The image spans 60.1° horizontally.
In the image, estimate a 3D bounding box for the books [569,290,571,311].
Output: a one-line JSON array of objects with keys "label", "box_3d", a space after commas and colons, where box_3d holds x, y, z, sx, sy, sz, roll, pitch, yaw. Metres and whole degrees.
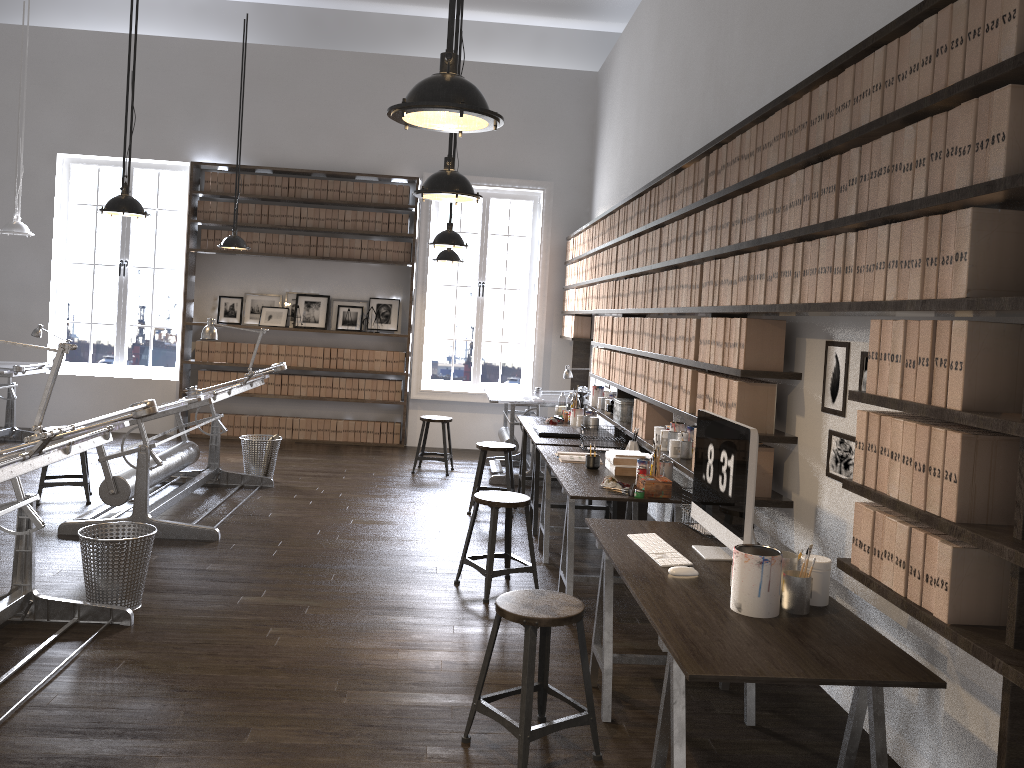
[{"label": "books", "box_3d": [0.696, -0.880, 9.358, 0.174, 0.225, 0.067, 3, 2, -4]}]

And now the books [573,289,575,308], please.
[{"label": "books", "box_3d": [0.720, -0.858, 9.072, 0.174, 0.225, 0.067, 3, 2, -4]}]

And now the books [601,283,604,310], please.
[{"label": "books", "box_3d": [0.836, -0.724, 7.367, 0.174, 0.225, 0.067, 3, 2, -4]}]

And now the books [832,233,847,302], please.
[{"label": "books", "box_3d": [1.147, -0.372, 2.888, 0.174, 0.225, 0.067, 3, 2, -4]}]

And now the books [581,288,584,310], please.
[{"label": "books", "box_3d": [0.757, -0.805, 8.485, 0.174, 0.225, 0.067, 3, 2, -4]}]

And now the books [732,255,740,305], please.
[{"label": "books", "box_3d": [1.078, -0.453, 3.933, 0.174, 0.225, 0.067, 3, 2, -4]}]

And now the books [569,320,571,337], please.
[{"label": "books", "box_3d": [0.695, -0.592, 9.222, 0.174, 0.225, 0.067, 3, 2, -4]}]

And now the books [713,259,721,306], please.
[{"label": "books", "box_3d": [1.058, -0.476, 4.214, 0.174, 0.225, 0.067, 3, 2, -4]}]

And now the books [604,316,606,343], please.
[{"label": "books", "box_3d": [0.839, -0.432, 7.177, 0.174, 0.225, 0.067, 3, 2, -4]}]

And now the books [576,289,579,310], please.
[{"label": "books", "box_3d": [0.733, -0.832, 8.838, 0.174, 0.225, 0.067, 3, 2, -4]}]

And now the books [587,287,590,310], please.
[{"label": "books", "box_3d": [0.783, -0.777, 8.137, 0.174, 0.225, 0.067, 3, 2, -4]}]

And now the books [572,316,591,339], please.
[{"label": "books", "box_3d": [0.709, -0.576, 9.017, 0.174, 0.225, 0.067, 3, 2, -4]}]

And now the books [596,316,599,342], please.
[{"label": "books", "box_3d": [0.813, -0.459, 7.523, 0.174, 0.225, 0.067, 3, 2, -4]}]

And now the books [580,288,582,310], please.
[{"label": "books", "box_3d": [0.752, -0.810, 8.557, 0.174, 0.225, 0.067, 3, 2, -4]}]

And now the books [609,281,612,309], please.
[{"label": "books", "box_3d": [0.865, -0.697, 7.028, 0.174, 0.225, 0.067, 3, 2, -4]}]

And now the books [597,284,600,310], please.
[{"label": "books", "box_3d": [0.824, -0.740, 7.576, 0.174, 0.225, 0.067, 3, 2, -4]}]

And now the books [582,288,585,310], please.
[{"label": "books", "box_3d": [0.765, -0.799, 8.422, 0.174, 0.225, 0.067, 3, 2, -4]}]

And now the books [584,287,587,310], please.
[{"label": "books", "box_3d": [0.772, -0.789, 8.282, 0.174, 0.225, 0.067, 3, 2, -4]}]

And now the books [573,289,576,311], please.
[{"label": "books", "box_3d": [0.720, -0.853, 9.009, 0.174, 0.225, 0.067, 3, 2, -4]}]

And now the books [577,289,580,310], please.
[{"label": "books", "box_3d": [0.742, -0.827, 8.769, 0.174, 0.225, 0.067, 3, 2, -4]}]

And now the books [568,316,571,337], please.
[{"label": "books", "box_3d": [0.689, -0.597, 9.285, 0.174, 0.225, 0.067, 3, 2, -4]}]

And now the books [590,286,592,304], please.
[{"label": "books", "box_3d": [0.797, -0.766, 7.996, 0.174, 0.225, 0.067, 3, 2, -4]}]

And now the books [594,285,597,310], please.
[{"label": "books", "box_3d": [0.811, -0.745, 7.727, 0.174, 0.225, 0.067, 3, 2, -4]}]

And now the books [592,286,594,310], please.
[{"label": "books", "box_3d": [0.805, -0.755, 7.862, 0.174, 0.225, 0.067, 3, 2, -4]}]

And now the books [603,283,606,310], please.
[{"label": "books", "box_3d": [0.843, -0.718, 7.295, 0.174, 0.225, 0.067, 3, 2, -4]}]

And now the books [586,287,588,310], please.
[{"label": "books", "box_3d": [0.783, -0.782, 8.208, 0.174, 0.225, 0.067, 3, 2, -4]}]

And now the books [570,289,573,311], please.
[{"label": "books", "box_3d": [0.705, -0.874, 9.286, 0.174, 0.225, 0.067, 3, 2, -4]}]

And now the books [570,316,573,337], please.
[{"label": "books", "box_3d": [0.695, -0.587, 9.155, 0.174, 0.225, 0.067, 3, 2, -4]}]

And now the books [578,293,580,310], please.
[{"label": "books", "box_3d": [0.749, -0.821, 8.699, 0.174, 0.225, 0.067, 3, 2, -4]}]

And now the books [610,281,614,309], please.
[{"label": "books", "box_3d": [0.866, -0.692, 6.957, 0.174, 0.225, 0.067, 3, 2, -4]}]

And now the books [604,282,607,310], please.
[{"label": "books", "box_3d": [0.849, -0.713, 7.232, 0.174, 0.225, 0.067, 3, 2, -4]}]

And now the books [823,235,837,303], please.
[{"label": "books", "box_3d": [1.142, -0.377, 2.960, 0.174, 0.225, 0.067, 3, 2, -4]}]

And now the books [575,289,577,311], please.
[{"label": "books", "box_3d": [0.730, -0.838, 8.920, 0.174, 0.225, 0.067, 3, 2, -4]}]

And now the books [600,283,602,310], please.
[{"label": "books", "box_3d": [0.835, -0.729, 7.437, 0.174, 0.225, 0.067, 3, 2, -4]}]

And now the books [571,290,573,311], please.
[{"label": "books", "box_3d": [0.713, -0.869, 9.217, 0.174, 0.225, 0.067, 3, 2, -4]}]

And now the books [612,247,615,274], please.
[{"label": "books", "box_3d": [0.883, -0.958, 6.949, 0.174, 0.225, 0.067, 3, 2, -4]}]

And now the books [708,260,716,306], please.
[{"label": "books", "box_3d": [1.050, -0.481, 4.286, 0.174, 0.225, 0.067, 3, 2, -4]}]

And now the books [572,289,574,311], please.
[{"label": "books", "box_3d": [0.716, -0.863, 9.147, 0.174, 0.225, 0.067, 3, 2, -4]}]

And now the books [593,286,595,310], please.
[{"label": "books", "box_3d": [0.808, -0.751, 7.799, 0.174, 0.225, 0.067, 3, 2, -4]}]

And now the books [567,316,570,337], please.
[{"label": "books", "box_3d": [0.682, -0.603, 9.357, 0.174, 0.225, 0.067, 3, 2, -4]}]

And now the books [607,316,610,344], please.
[{"label": "books", "box_3d": [0.849, -0.420, 7.028, 0.174, 0.225, 0.067, 3, 2, -4]}]

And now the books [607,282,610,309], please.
[{"label": "books", "box_3d": [0.860, -0.703, 7.098, 0.174, 0.225, 0.067, 3, 2, -4]}]

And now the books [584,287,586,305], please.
[{"label": "books", "box_3d": [0.772, -0.794, 8.357, 0.174, 0.225, 0.067, 3, 2, -4]}]

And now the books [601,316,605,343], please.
[{"label": "books", "box_3d": [0.829, -0.438, 7.247, 0.174, 0.225, 0.067, 3, 2, -4]}]

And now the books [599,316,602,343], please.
[{"label": "books", "box_3d": [0.824, -0.448, 7.389, 0.174, 0.225, 0.067, 3, 2, -4]}]

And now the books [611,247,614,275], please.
[{"label": "books", "box_3d": [0.880, -0.963, 7.012, 0.174, 0.225, 0.067, 3, 2, -4]}]

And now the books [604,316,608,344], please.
[{"label": "books", "box_3d": [0.839, -0.426, 7.102, 0.174, 0.225, 0.067, 3, 2, -4]}]

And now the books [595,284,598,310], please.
[{"label": "books", "box_3d": [0.815, -0.746, 7.648, 0.174, 0.225, 0.067, 3, 2, -4]}]

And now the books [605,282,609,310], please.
[{"label": "books", "box_3d": [0.849, -0.708, 7.165, 0.174, 0.225, 0.067, 3, 2, -4]}]

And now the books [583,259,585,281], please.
[{"label": "books", "box_3d": [0.776, -1.079, 8.482, 0.174, 0.225, 0.067, 3, 2, -4]}]

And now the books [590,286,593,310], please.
[{"label": "books", "box_3d": [0.796, -0.761, 7.928, 0.174, 0.225, 0.067, 3, 2, -4]}]

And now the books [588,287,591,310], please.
[{"label": "books", "box_3d": [0.792, -0.771, 8.067, 0.174, 0.225, 0.067, 3, 2, -4]}]

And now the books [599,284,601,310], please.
[{"label": "books", "box_3d": [0.833, -0.734, 7.507, 0.174, 0.225, 0.067, 3, 2, -4]}]

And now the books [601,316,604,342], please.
[{"label": "books", "box_3d": [0.829, -0.443, 7.318, 0.174, 0.225, 0.067, 3, 2, -4]}]

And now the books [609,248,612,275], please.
[{"label": "books", "box_3d": [0.871, -0.969, 7.078, 0.174, 0.225, 0.067, 3, 2, -4]}]

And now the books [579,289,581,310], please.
[{"label": "books", "box_3d": [0.750, -0.816, 8.629, 0.174, 0.225, 0.067, 3, 2, -4]}]

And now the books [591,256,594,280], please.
[{"label": "books", "box_3d": [0.811, -1.040, 7.993, 0.174, 0.225, 0.067, 3, 2, -4]}]
